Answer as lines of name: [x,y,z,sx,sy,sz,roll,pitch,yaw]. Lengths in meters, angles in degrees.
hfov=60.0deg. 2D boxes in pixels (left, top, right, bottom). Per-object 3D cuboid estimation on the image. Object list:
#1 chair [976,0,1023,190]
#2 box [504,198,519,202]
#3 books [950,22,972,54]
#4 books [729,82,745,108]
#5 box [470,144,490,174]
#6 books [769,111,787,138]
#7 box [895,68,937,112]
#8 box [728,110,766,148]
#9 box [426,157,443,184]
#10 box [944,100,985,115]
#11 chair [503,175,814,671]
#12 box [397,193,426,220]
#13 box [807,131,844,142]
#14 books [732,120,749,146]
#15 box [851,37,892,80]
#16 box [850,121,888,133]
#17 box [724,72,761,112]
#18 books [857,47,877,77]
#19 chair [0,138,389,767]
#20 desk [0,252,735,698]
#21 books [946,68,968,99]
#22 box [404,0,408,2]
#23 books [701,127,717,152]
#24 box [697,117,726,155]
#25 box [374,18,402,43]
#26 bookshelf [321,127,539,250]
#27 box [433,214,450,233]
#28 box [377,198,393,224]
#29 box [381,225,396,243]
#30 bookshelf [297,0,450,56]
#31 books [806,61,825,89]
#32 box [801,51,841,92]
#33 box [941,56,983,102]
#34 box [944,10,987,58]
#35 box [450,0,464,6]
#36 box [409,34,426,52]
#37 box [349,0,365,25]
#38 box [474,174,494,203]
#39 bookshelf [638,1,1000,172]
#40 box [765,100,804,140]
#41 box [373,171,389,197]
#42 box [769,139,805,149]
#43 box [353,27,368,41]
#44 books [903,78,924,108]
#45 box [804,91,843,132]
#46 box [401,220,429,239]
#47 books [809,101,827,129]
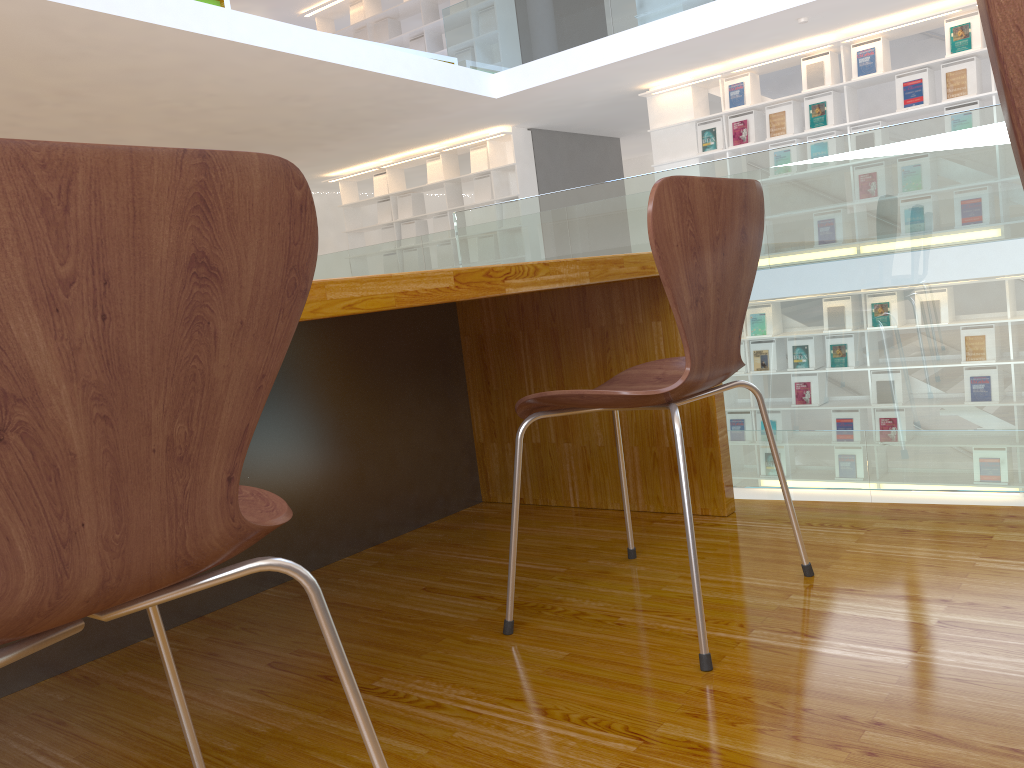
chair: [0.382,0.139,0.269,0.381,0.693,0.428,-3,7,39]
box: [0.058,-1.893,9.846,0.245,0.296,0.274,-3,7,39]
books: [3.441,-2.648,6.802,0.145,0.210,0.037,-3,7,39]
books: [2.014,-2.584,7.943,0.145,0.210,0.037,-3,7,39]
box: [-0.316,-2.528,10.013,0.245,0.296,0.274,-3,7,39]
books: [2.327,-2.269,7.763,0.145,0.210,0.037,-3,7,39]
box: [3.250,-2.360,7.149,0.245,0.296,0.274,-3,7,39]
box: [2.126,-2.307,8.064,0.245,0.296,0.274,-3,7,39]
box: [-0.847,-2.505,10.435,0.245,0.296,0.274,-3,7,39]
box: [3.558,-2.045,6.970,0.245,0.296,0.274,-3,7,39]
chair: [0.217,0.036,1.489,0.381,0.693,0.428,-3,7,39]
box: [-1.242,-2.160,10.819,0.245,0.296,0.274,-3,7,39]
box: [2.705,-2.005,7.652,0.245,0.296,0.274,-3,7,39]
books: [2.055,-2.259,7.980,0.145,0.210,0.037,-3,7,39]
box: [2.957,-2.670,7.318,0.245,0.296,0.274,-3,7,39]
box: [2.993,-2.019,7.421,0.245,0.296,0.274,-3,7,39]
box: [2.077,-2.630,8.022,0.245,0.296,0.274,-3,7,39]
books: [2.894,-2.625,7.239,0.145,0.210,0.037,-3,7,39]
chair: [-0.378,0.188,0.736,0.381,0.693,0.428,-3,7,39]
desk: [-0.969,0.473,1.170,1.248,1.022,3.216,-3,7,39]
books: [3.445,-2.321,6.870,0.145,0.210,0.037,-3,7,39]
box: [-1.104,-4.525,10.229,0.245,0.296,0.274,-3,7,39]
books: [1.819,-2.244,8.171,0.145,0.210,0.037,-3,7,39]
box: [1.881,-2.295,8.244,0.245,0.296,0.274,-3,7,39]
box: [-1.498,-4.180,10.613,0.245,0.296,0.274,-3,7,39]
bookshelf: [-0.997,-1.822,10.605,2.984,1.836,0.498,-3,7,39]
box: [-0.781,-1.855,10.516,0.245,0.296,0.274,-3,7,39]
box: [-1.524,-2.147,11.044,0.245,0.296,0.274,-3,7,39]
box: [-1.475,-1.823,11.071,0.245,0.296,0.274,-3,7,39]
bookshelf: [-1.254,-3.842,10.399,2.984,1.836,0.498,-3,7,39]
books: [2.566,-2.608,7.502,0.145,0.210,0.037,-3,7,39]
box: [2.631,-2.655,7.578,0.245,0.296,0.274,-3,7,39]
box: [3.516,-2.369,6.938,0.245,0.296,0.274,-3,7,39]
box: [3.513,-2.695,6.874,0.245,0.296,0.274,-3,7,39]
box: [-0.533,-4.225,9.842,0.245,0.296,0.274,-3,7,39]
box: [-1.037,-3.875,10.311,0.245,0.296,0.274,-3,7,39]
box: [-1.822,-4.491,10.806,0.245,0.296,0.274,-3,7,39]
box: [-0.276,-2.205,10.047,0.245,0.296,0.274,-3,7,39]
bookshelf: [2.883,-1.999,7.509,3.666,1.836,0.498,-3,7,39]
box: [2.398,-2.318,7.831,0.245,0.296,0.274,-3,7,39]
box: [-1.565,-2.471,11.012,0.245,0.296,0.274,-3,7,39]
box: [2.440,-1.994,7.863,0.245,0.296,0.274,-3,7,39]
box: [-1.781,-4.168,10.839,0.245,0.296,0.274,-3,7,39]
books: [3.198,-2.312,7.067,0.145,0.210,0.037,-3,7,39]
box: [2.667,-2.330,7.616,0.245,0.296,0.274,-3,7,39]
box: [-1.201,-1.836,10.852,0.245,0.296,0.274,-3,7,39]
books: [2.602,-2.282,7.539,0.145,0.210,0.037,-3,7,39]
